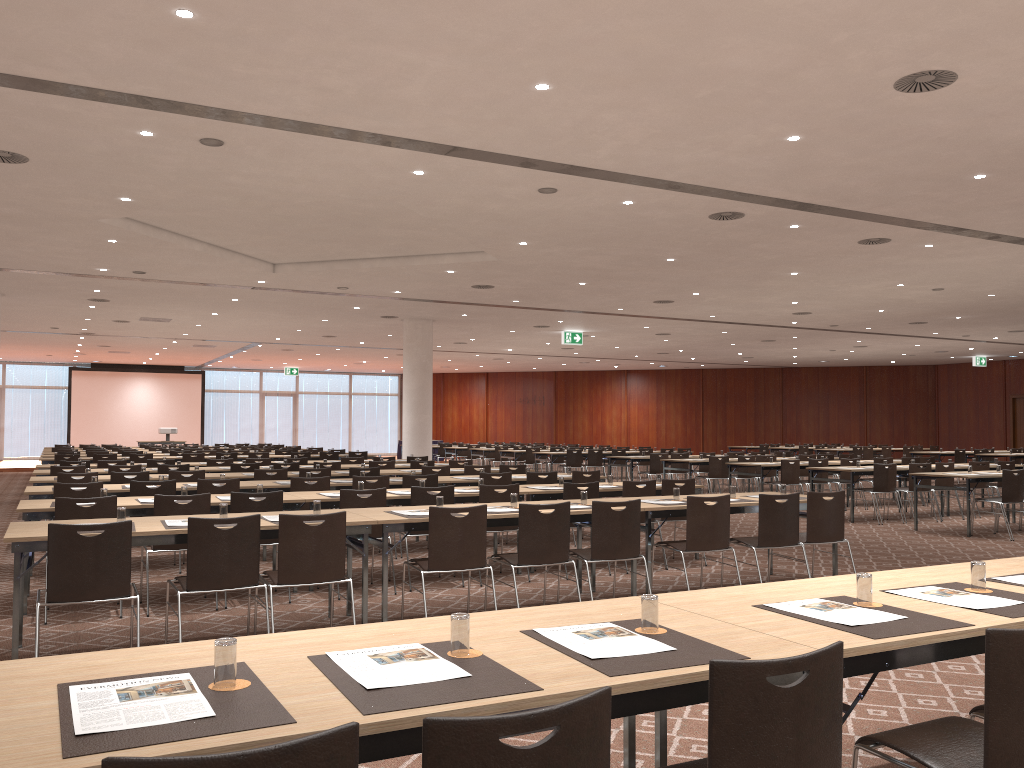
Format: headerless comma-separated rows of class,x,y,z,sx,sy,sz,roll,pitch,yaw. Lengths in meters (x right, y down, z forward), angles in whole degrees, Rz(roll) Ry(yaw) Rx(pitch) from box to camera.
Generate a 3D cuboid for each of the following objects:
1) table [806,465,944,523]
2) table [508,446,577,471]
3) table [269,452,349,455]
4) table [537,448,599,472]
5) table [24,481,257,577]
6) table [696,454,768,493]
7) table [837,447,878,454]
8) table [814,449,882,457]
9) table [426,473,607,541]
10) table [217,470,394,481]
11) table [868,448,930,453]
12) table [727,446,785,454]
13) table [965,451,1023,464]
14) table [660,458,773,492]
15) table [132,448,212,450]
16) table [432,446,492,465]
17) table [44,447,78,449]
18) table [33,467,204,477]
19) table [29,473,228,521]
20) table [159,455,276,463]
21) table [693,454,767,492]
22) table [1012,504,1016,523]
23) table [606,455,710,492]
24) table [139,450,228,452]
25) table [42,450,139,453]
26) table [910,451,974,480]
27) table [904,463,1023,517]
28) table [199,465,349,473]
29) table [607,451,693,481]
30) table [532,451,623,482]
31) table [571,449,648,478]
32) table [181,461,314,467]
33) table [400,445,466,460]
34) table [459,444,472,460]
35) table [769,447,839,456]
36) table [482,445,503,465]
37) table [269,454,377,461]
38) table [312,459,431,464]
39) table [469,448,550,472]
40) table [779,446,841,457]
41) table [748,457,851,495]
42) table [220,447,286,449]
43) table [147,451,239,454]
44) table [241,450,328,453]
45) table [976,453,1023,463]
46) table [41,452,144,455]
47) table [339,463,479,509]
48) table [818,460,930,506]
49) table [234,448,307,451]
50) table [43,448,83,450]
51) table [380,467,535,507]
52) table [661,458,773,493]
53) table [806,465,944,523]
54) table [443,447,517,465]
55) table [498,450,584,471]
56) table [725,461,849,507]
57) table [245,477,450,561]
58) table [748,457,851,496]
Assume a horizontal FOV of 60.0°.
table,6.113,1.813,14.836,2.267,0.832,0.953,2,-3,-27
table,1.022,2.517,29.641,2.267,0.832,0.953,2,-3,-27
table,-5.237,2.120,21.916,2.267,0.832,0.953,2,-3,-27
table,1.940,2.433,27.865,2.267,0.832,0.953,2,-3,-27
table,-3.998,1.526,9.624,2.267,0.832,0.953,2,-3,-27
table,5.379,2.121,21.204,2.267,0.832,0.953,2,-3,-27
table,11.775,2.603,30.686,2.267,0.832,0.953,2,-3,-27
table,10.674,2.463,27.870,2.267,0.832,0.953,2,-3,-27
table,0.037,1.640,11.704,2.267,0.832,0.953,2,-3,-27
table,-2.898,1.666,12.440,2.267,0.832,0.953,2,-3,-27
table,12.692,2.520,28.910,2.267,0.832,0.953,2,-3,-27
table,8.840,2.629,31.422,2.267,0.832,0.953,2,-3,-27
table,14.297,2.374,25.802,2.267,0.832,0.953,2,-3,-27
table,4.279,1.980,18.388,2.267,0.832,0.953,2,-3,-27
table,-10.006,2.313,26.205,2.267,0.832,0.953,2,-3,-27
table,-1.912,2.543,30.377,2.267,0.832,0.953,2,-3,-27
table,-12.940,2.339,26.941,2.267,0.832,0.953,2,-3,-27
table,-5.832,1.693,13.176,2.267,0.832,0.953,2,-3,-27
table,-4.915,1.609,11.400,2.267,0.832,0.953,2,-3,-27
table,-6.337,1.979,19.100,2.267,0.832,0.953,2,-3,-27
table,5.379,2.121,21.204,2.267,0.832,0.953,2,-3,-27
table,9.048,1.787,14.100,2.267,0.832,0.953,2,-3,-27
table,3.362,2.063,20.165,2.267,0.832,0.953,2,-3,-27
table,-9.088,2.230,24.428,2.267,0.832,0.953,2,-3,-27
table,-11.106,2.172,23.388,2.267,0.832,0.953,2,-3,-27
table,12.279,2.317,24.762,2.267,0.832,0.953,2,-3,-27
table,8.130,1.870,15.876,2.267,0.832,0.953,2,-3,-27
table,-3.815,1.750,14.216,2.267,0.832,0.953,2,-3,-27
table,3.774,2.267,24.313,2.267,0.832,0.953,2,-3,-27
table,1.757,2.209,23.273,2.267,0.832,0.953,2,-3,-27
table,2.857,2.350,26.089,2.267,0.832,0.953,2,-3,-27
table,-4.732,1.833,15.992,2.267,0.832,0.953,2,-3,-27
table,-2.829,2.627,32.153,2.267,0.832,0.953,2,-3,-27
table,-0.812,2.684,33.193,2.267,0.832,0.953,2,-3,-27
table,9.757,2.546,29.646,2.267,0.832,0.953,2,-3,-27
table,0.105,2.600,31.417,2.267,0.832,0.953,2,-3,-27
table,-4.320,2.037,20.140,2.267,0.832,0.953,2,-3,-27
table,-2.715,1.891,17.032,2.267,0.832,0.953,2,-3,-27
table,-0.078,2.376,26.825,2.267,0.832,0.953,2,-3,-27
table,10.857,2.687,32.462,2.267,0.832,0.953,2,-3,-27
table,6.296,2.037,19.428,2.267,0.832,0.953,2,-3,-27
table,-7.988,2.370,27.245,2.267,0.832,0.953,2,-3,-27
table,-8.171,2.146,22.652,2.267,0.832,0.953,2,-3,-27
table,-6.154,2.204,23.692,2.267,0.832,0.953,2,-3,-27
table,13.197,2.233,22.986,2.267,0.832,0.953,2,-3,-27
table,-10.188,2.089,21.612,2.267,0.832,0.953,2,-3,-27
table,-1.798,1.807,15.256,2.267,0.832,0.953,2,-3,-27
table,7.213,1.954,17.652,2.267,0.832,0.953,2,-3,-27
table,-7.071,2.287,25.468,2.267,0.832,0.953,2,-3,-27
table,-12.023,2.256,25.165,2.267,0.832,0.953,2,-3,-27
table,-0.880,1.724,13.480,2.267,0.832,0.953,2,-3,-27
table,4.279,1.980,18.388,2.267,0.832,0.953,2,-3,-27
table,6.113,1.813,14.836,2.267,0.832,0.953,2,-3,-27
table,-0.995,2.460,28.601,2.267,0.832,0.953,2,-3,-27
table,0.839,2.293,25.049,2.267,0.832,0.953,2,-3,-27
table,5.196,1.896,16.612,2.267,0.832,0.953,2,-3,-27
table,-1.980,1.583,10.664,2.267,0.832,0.953,2,-3,-27
table,6.296,2.037,19.428,2.267,0.832,0.953,2,-3,-27
